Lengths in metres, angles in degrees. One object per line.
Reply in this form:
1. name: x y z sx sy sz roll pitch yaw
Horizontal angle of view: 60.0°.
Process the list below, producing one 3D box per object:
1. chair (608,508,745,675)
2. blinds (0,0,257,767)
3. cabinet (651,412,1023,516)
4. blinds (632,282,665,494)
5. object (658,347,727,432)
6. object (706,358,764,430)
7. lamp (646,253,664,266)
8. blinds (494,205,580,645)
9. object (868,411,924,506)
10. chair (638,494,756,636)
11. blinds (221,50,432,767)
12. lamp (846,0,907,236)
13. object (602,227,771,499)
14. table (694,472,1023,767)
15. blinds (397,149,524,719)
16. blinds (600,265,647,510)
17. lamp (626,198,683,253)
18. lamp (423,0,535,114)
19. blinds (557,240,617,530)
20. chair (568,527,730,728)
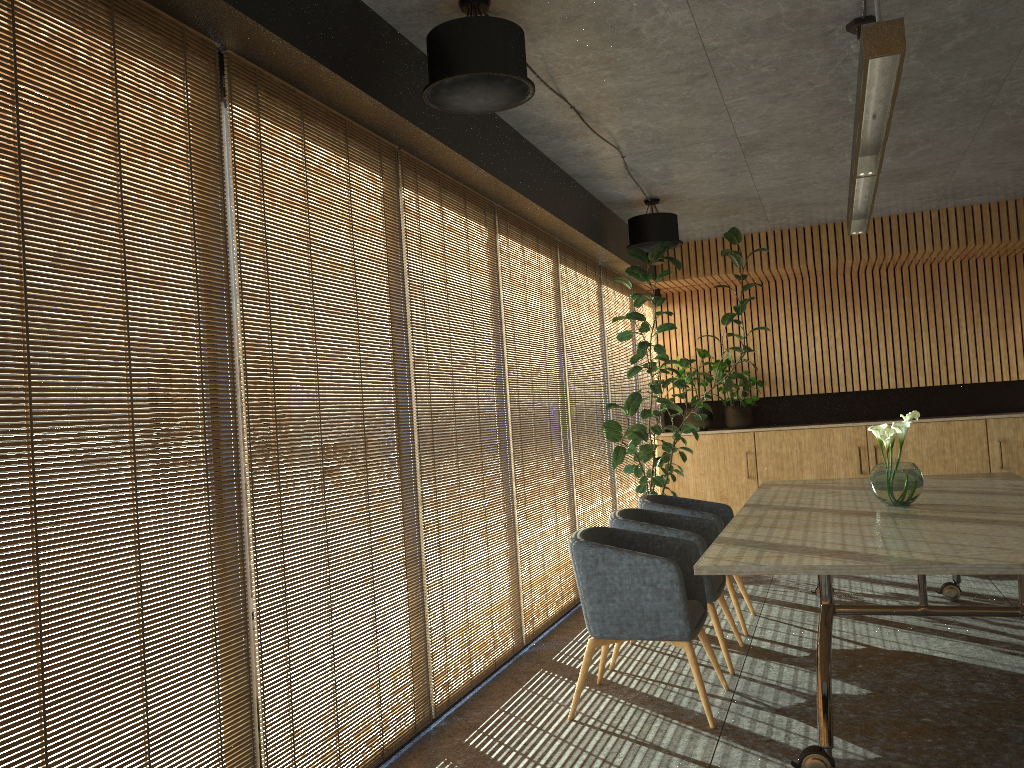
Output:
1. chair: 1.026 1.266 5.641 0.761 0.944 0.706 -5 -2 20
2. blinds: -1.263 0.214 2.639 0.039 3.038 1.422 -5 -2 20
3. cabinet: 4.197 1.079 10.448 4.954 1.272 1.006 -5 -2 20
4. blinds: 1.736 0.336 10.926 0.039 3.038 1.422 -5 -2 20
5. object: 2.239 0.067 11.079 0.640 1.054 0.666 -3 -3 -29
6. object: 2.721 0.116 10.888 0.679 0.880 0.512 -5 -2 23
7. lamp: 3.418 -1.651 9.345 4.179 0.294 0.257 -5 -2 20
8. blinds: 0.228 0.275 6.761 0.039 3.038 1.422 -5 -2 20
9. object: 2.256 0.438 5.231 0.295 0.546 0.322 -5 -3 30
10. chair: 1.332 1.278 6.487 0.761 0.944 0.706 -5 -2 20
11. blinds: -0.764 0.234 4.019 0.039 3.038 1.422 -5 -2 20
12. lamp: 2.098 -1.546 5.308 0.151 0.618 4.009 -5 -2 20
13. object: 1.464 0.197 8.895 1.875 3.266 1.958 -2 -3 -32
14. table: 2.300 1.171 5.181 1.816 0.927 3.932 -5 -2 20
15. blinds: -0.772 0.207 2.833 1.388 3.075 6.486 -4 -2 1
16. blinds: 1.236 0.316 9.546 0.039 3.038 1.422 -5 -2 20
17. lamp: 1.293 -1.470 8.137 0.513 0.497 0.513 -3 -2 -9
18. lamp: -0.164 -1.532 4.057 0.513 0.497 0.513 -4 -2 9
19. blinds: 0.728 0.295 8.141 0.039 3.038 1.422 -5 -2 20
20. chair: 0.720 1.253 4.795 0.761 0.944 0.706 -5 -2 20
